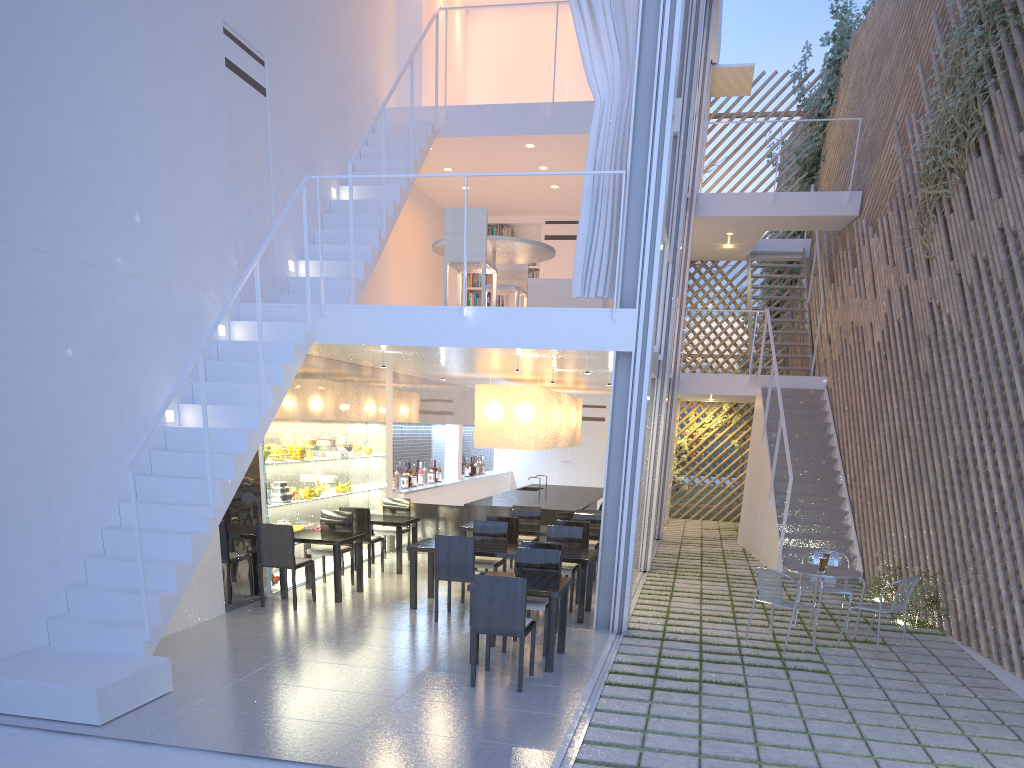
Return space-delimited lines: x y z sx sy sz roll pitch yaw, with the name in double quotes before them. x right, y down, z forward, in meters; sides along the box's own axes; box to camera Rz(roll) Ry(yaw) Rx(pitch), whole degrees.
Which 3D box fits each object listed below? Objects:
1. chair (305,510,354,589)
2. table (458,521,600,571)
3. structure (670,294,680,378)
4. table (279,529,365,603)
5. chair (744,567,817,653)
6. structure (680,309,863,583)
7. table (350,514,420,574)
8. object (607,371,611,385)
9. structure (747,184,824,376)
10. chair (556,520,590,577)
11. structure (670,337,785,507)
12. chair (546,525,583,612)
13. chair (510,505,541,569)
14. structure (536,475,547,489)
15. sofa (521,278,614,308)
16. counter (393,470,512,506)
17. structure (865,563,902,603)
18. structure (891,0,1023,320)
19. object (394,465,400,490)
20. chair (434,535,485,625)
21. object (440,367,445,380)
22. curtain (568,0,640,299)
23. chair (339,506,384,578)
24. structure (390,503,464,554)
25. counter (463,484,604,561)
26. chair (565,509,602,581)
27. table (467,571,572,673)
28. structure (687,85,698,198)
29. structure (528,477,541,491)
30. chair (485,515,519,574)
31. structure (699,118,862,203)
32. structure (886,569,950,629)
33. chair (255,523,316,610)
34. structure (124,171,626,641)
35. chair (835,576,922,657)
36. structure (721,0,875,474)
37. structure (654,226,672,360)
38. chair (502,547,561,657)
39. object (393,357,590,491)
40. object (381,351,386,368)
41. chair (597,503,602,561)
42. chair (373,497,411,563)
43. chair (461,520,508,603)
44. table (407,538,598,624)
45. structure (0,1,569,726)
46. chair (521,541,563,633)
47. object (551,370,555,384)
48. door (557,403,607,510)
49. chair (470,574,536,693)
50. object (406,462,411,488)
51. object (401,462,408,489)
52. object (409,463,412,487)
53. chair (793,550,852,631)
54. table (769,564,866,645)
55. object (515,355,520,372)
"chair" -1.023 0.935 4.612 0.191 0.470 0.220 5 14 12
"table" 0.153 1.057 5.101 0.911 0.355 0.330 2 8 11
"structure" 1.163 -0.387 6.018 0.028 0.585 1.621 6 0 13
"table" -1.021 0.973 4.423 0.357 0.356 0.330 4 8 12
"chair" 1.218 1.011 3.731 0.244 0.408 0.245 -5 14 -32
"structure" 1.903 0.369 6.210 1.183 2.098 1.830 4 9 6
"table" -0.820 1.025 5.289 0.357 0.356 0.330 4 8 12
"object" 0.569 -0.033 4.791 0.028 0.085 0.027 9 17 22
"structure" 2.492 -0.974 7.582 0.535 2.020 1.162 4 12 7
"chair" 0.363 1.005 4.830 0.191 0.470 0.220 5 14 12
"structure" 2.221 0.492 8.826 1.138 2.144 0.266 5 17 10
"chair" 0.253 0.976 4.351 0.191 0.470 0.220 5 14 12
"chair" 0.064 1.018 5.343 0.191 0.470 0.220 5 14 12
"structure" 0.269 0.899 7.571 0.112 0.133 0.031 4 16 11
"sofa" 0.398 -0.407 5.373 0.497 0.391 0.937 4 1 13
"counter" -0.506 1.112 7.728 0.231 0.458 3.467 5 -2 13
"structure" 2.254 1.191 4.925 0.263 0.279 0.248 5 9 19
"structure" 2.511 -1.836 4.016 0.743 2.914 2.189 3 10 4
"object" -1.072 0.586 5.276 0.045 0.306 1.786 7 -1 15
"chair" -0.248 0.937 3.994 0.191 0.470 0.220 5 14 12
"object" -0.420 -0.066 4.982 0.028 0.085 0.027 9 17 22
"curtain" 0.267 -1.616 3.230 0.514 2.596 0.088 4 17 7
"chair" -0.920 0.962 5.059 0.191 0.470 0.220 5 14 12
"structure" -0.617 1.045 5.931 0.553 0.398 0.011 3 17 11
"counter" 0.321 1.131 6.960 0.810 0.396 2.401 3 -2 13
"chair" 0.464 1.031 5.265 0.191 0.470 0.220 5 14 12
"table" 0.033 0.965 3.360 0.357 0.356 0.330 4 8 12
"structure" 1.216 -1.803 5.582 0.028 0.585 1.621 6 0 13
"structure" 0.196 0.880 7.257 0.112 0.133 0.031 4 16 11
"chair" -0.037 0.992 4.908 0.191 0.470 0.220 5 14 12
"structure" 2.062 -1.724 6.390 1.134 0.612 0.025 3 17 11
"structure" 2.134 1.121 4.309 0.296 0.347 0.293 2 9 -3
"chair" -1.132 0.907 4.145 0.191 0.470 0.220 5 14 12
"structure" -0.399 0.012 3.046 1.358 1.919 1.344 5 11 12
"chair" 1.677 1.030 3.722 0.256 0.408 0.234 -7 15 -37
"structure" 2.985 -1.173 8.983 1.111 4.846 3.068 5 12 11
"structure" 0.766 -0.490 4.305 0.028 0.585 1.619 6 1 13
"chair" 0.083 0.926 3.498 0.191 0.470 0.220 5 14 12
"object" -0.307 0.326 4.962 1.666 0.874 1.750 3 1 10
"object" -0.633 -0.121 4.060 0.028 0.085 0.027 9 17 22
"chair" 0.542 1.074 6.057 0.238 0.471 0.175 5 15 13
"chair" -0.812 0.990 5.526 0.191 0.470 0.220 5 14 12
"chair" -0.148 0.963 4.429 0.191 0.470 0.220 5 14 12
"table" -0.048 1.005 4.235 0.911 0.355 0.330 2 8 11
"structure" -0.395 -0.570 3.575 1.719 3.542 3.439 5 8 13
"chair" 0.152 0.950 3.916 0.191 0.470 0.220 5 14 12
"object" 0.242 -0.044 4.854 0.028 0.085 0.027 9 17 22
"door" -0.358 0.667 6.769 0.469 1.254 5.315 10 2 26
"chair" -0.025 0.898 3.030 0.191 0.470 0.220 5 14 12
"object" -1.021 0.593 5.376 0.105 0.306 1.979 6 -1 15
"object" -1.031 0.591 5.333 0.046 0.306 1.903 6 -1 14
"object" -1.039 0.595 5.424 0.066 0.306 2.045 6 -1 14
"chair" 1.600 1.052 4.228 0.261 0.408 0.229 5 12 12
"table" 1.464 1.054 3.957 0.346 0.358 0.326 -1 9 -25
"object" 0.028 -0.099 3.932 0.028 0.085 0.027 9 17 22
